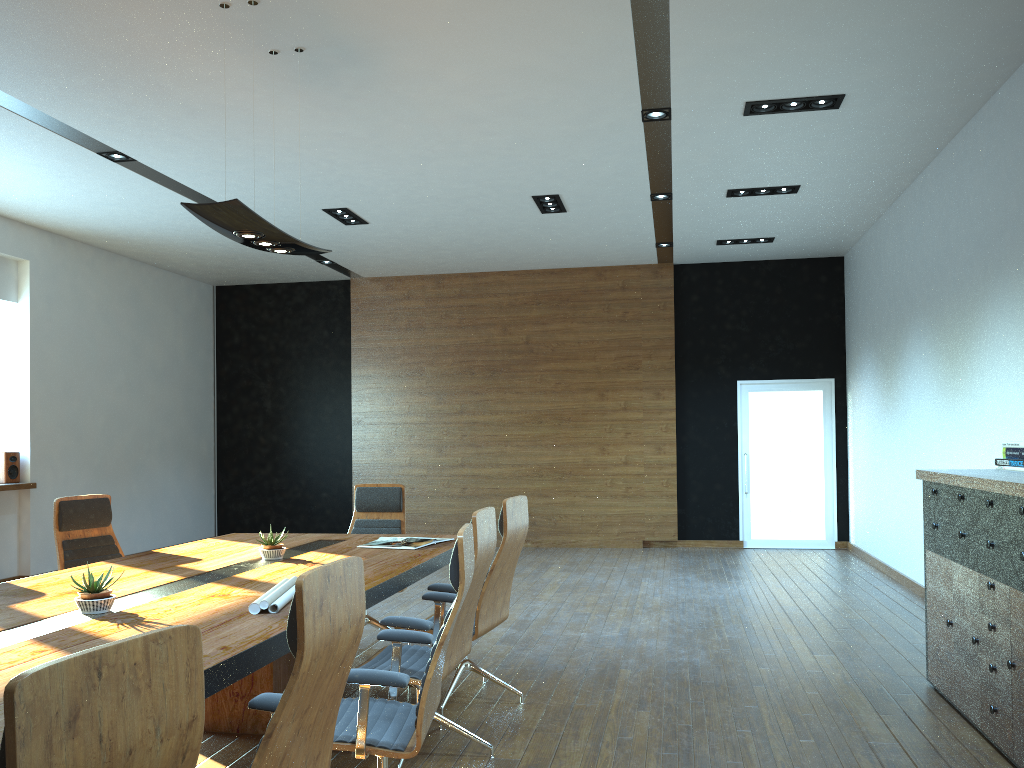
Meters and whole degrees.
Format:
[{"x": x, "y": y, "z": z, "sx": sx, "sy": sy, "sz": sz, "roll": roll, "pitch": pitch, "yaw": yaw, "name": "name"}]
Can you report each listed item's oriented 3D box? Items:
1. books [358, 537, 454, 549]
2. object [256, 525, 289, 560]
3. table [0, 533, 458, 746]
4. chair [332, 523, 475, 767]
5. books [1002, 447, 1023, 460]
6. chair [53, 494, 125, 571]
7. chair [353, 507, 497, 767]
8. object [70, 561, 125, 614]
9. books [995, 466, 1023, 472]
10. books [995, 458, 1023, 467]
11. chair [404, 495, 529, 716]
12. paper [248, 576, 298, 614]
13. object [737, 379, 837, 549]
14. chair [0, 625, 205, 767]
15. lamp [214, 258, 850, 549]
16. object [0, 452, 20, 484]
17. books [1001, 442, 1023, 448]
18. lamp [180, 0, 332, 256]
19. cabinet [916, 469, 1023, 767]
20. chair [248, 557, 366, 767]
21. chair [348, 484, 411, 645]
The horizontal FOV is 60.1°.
[{"x": -0.650, "y": 0.972, "z": 5.500, "sx": 0.389, "sy": 0.033, "sz": 0.545, "roll": -2, "pitch": -4, "yaw": 22, "name": "books"}, {"x": -1.325, "y": 0.872, "z": 4.891, "sx": 0.177, "sy": 0.187, "sz": 0.153, "roll": 0, "pitch": -2, "yaw": -15, "name": "object"}, {"x": -1.596, "y": 1.269, "z": 3.399, "sx": 1.785, "sy": 0.796, "sz": 5.550, "roll": -1, "pitch": -4, "yaw": 10, "name": "table"}, {"x": -0.473, "y": 1.084, "z": 3.215, "sx": 0.696, "sy": 1.126, "sz": 0.707, "roll": -1, "pitch": -2, "yaw": 2, "name": "chair"}, {"x": 2.894, "y": 0.377, "z": 4.828, "sx": 0.288, "sy": 0.063, "sz": 0.369, "roll": -1, "pitch": -4, "yaw": 10, "name": "books"}, {"x": -2.374, "y": 1.242, "z": 5.358, "sx": 0.696, "sy": 1.126, "sz": 0.707, "roll": -2, "pitch": -2, "yaw": 25, "name": "chair"}, {"x": -0.426, "y": 1.138, "z": 4.085, "sx": 0.696, "sy": 1.126, "sz": 0.707, "roll": -1, "pitch": -2, "yaw": 11, "name": "chair"}, {"x": -1.600, "y": 0.781, "z": 3.397, "sx": 0.177, "sy": 0.187, "sz": 0.153, "roll": 1, "pitch": -3, "yaw": -40, "name": "object"}, {"x": 2.881, "y": 0.459, "z": 4.818, "sx": 0.323, "sy": 0.021, "sz": 0.444, "roll": -1, "pitch": -4, "yaw": 10, "name": "books"}, {"x": 2.862, "y": 0.429, "z": 4.826, "sx": 0.273, "sy": 0.041, "sz": 0.404, "roll": -1, "pitch": -4, "yaw": 5, "name": "books"}, {"x": -0.272, "y": 1.190, "z": 4.940, "sx": 0.696, "sy": 1.126, "sz": 0.707, "roll": -1, "pitch": -2, "yaw": 18, "name": "chair"}, {"x": -1.603, "y": 0.805, "z": 2.993, "sx": 2.242, "sy": 0.083, "sz": 0.629, "roll": 2, "pitch": -5, "yaw": -39, "name": "paper"}, {"x": 3.528, "y": 1.028, "z": 11.406, "sx": 1.198, "sy": 2.158, "sz": 0.200, "roll": -1, "pitch": -1, "yaw": 10, "name": "object"}, {"x": -0.912, "y": 0.980, "z": 1.481, "sx": 0.696, "sy": 1.126, "sz": 0.707, "roll": -1, "pitch": -2, "yaw": 18, "name": "chair"}, {"x": -0.837, "y": 0.185, "z": 9.582, "sx": 9.392, "sy": 3.704, "sz": 16.708, "roll": -1, "pitch": -4, "yaw": 10, "name": "lamp"}, {"x": -5.209, "y": 0.850, "z": 9.010, "sx": 0.314, "sy": 0.321, "sz": 0.211, "roll": -1, "pitch": -2, "yaw": 10, "name": "object"}, {"x": 2.893, "y": 0.330, "z": 4.829, "sx": 0.292, "sy": 0.032, "sz": 0.362, "roll": -1, "pitch": -4, "yaw": 9, "name": "books"}, {"x": -1.359, "y": -1.362, "z": 4.861, "sx": 0.340, "sy": 1.198, "sz": 1.198, "roll": -1, "pitch": -2, "yaw": 10, "name": "lamp"}, {"x": 2.524, "y": 1.035, "z": 3.931, "sx": 0.767, "sy": 1.231, "sz": 2.351, "roll": -1, "pitch": -3, "yaw": 10, "name": "cabinet"}, {"x": -0.762, "y": 1.032, "z": 2.333, "sx": 0.696, "sy": 1.126, "sz": 0.707, "roll": -1, "pitch": -2, "yaw": 11, "name": "chair"}, {"x": -1.043, "y": 1.281, "z": 6.238, "sx": 0.706, "sy": 1.126, "sz": 0.697, "roll": -1, "pitch": -2, "yaw": 13, "name": "chair"}]
